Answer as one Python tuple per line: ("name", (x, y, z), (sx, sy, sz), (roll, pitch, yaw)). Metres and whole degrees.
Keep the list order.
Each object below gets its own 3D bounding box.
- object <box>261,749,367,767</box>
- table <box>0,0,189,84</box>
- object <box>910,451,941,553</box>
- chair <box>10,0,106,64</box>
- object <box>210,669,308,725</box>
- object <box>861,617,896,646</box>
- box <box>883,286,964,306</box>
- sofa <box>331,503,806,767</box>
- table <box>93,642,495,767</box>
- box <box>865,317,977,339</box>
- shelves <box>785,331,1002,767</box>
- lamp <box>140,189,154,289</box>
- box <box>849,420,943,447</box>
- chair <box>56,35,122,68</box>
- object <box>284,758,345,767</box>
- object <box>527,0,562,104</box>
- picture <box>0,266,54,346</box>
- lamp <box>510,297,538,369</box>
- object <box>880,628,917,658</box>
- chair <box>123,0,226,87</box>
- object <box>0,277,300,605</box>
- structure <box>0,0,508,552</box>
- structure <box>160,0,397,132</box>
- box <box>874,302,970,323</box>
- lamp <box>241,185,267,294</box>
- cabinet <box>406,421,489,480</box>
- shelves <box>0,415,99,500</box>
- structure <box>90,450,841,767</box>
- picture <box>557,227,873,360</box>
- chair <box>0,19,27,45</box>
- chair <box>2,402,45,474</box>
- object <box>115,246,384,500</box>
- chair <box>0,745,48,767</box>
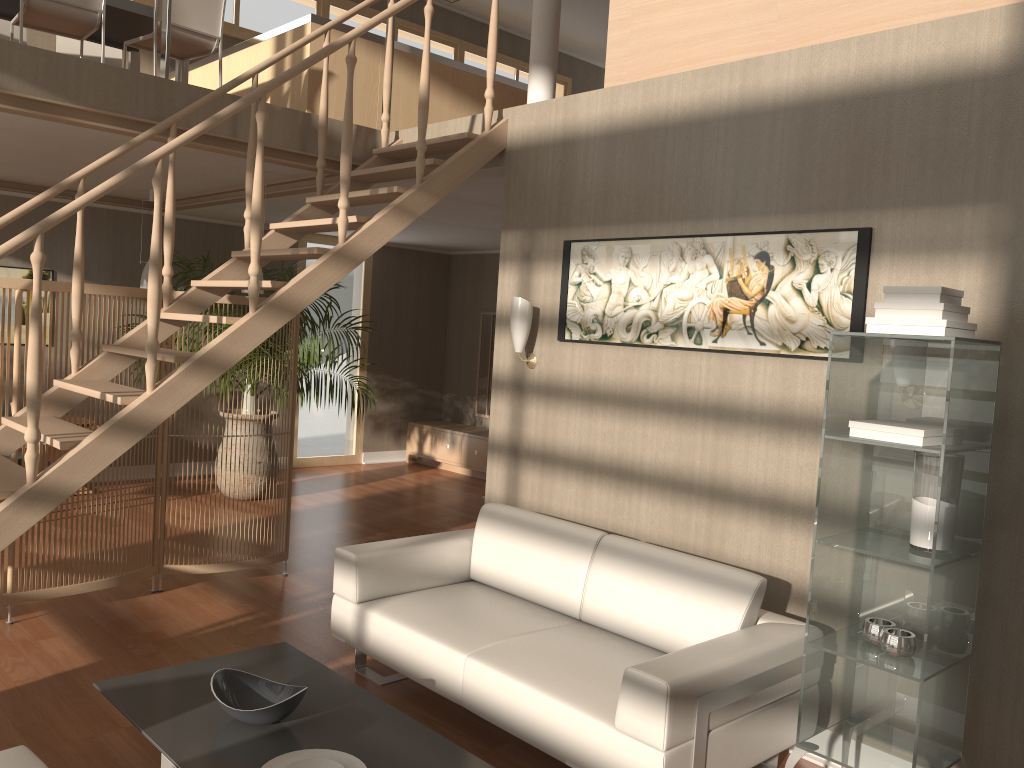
("object", (-0.535, 1.059, 2.382), (0.294, 0.020, 0.294), (5, 4, 19))
("table", (-3.078, -2.058, 5.510), (1.800, 0.740, 0.900), (0, 5, -43))
("object", (1.257, 0.351, 2.643), (0.129, 0.291, 0.129), (5, 4, 19))
("chair", (-2.624, -2.035, 5.100), (0.430, 0.796, 0.496), (1, 4, -38))
("object", (-0.779, 0.971, 2.725), (0.317, 0.125, 0.223), (5, 4, 18))
("object", (1.142, 0.771, 2.756), (0.103, 0.066, 0.103), (2, 4, -24))
("box", (1.220, -0.260, 2.632), (0.168, 0.047, 0.168), (0, 5, -43))
("sofa", (0.155, 0.977, 3.463), (0.905, 0.740, 1.781), (0, 5, -43))
("table", (-0.705, 1.186, 2.712), (0.700, 0.293, 1.260), (0, 5, -43))
("box", (1.215, -0.165, 2.636), (0.232, 0.047, 0.232), (0, 5, -43))
("shelves", (1.161, 0.654, 2.706), (0.403, 1.600, 0.400), (0, 5, -43))
("lamp", (-2.869, -1.142, 7.050), (0.139, 0.800, 0.139), (5, 4, 21))
("box", (1.180, 0.145, 2.663), (0.232, 0.047, 0.232), (1, 4, -38))
("chair", (-2.936, -2.122, 6.215), (0.430, 0.796, 0.496), (1, 4, -33))
("object", (-0.535, 1.057, 2.381), (0.178, 0.020, 0.178), (3, 3, -4))
("object", (0.253, -2.733, 6.347), (0.200, 2.400, 0.200), (0, 5, -43))
("picture", (-4.311, -0.634, 6.947), (1.317, 0.633, 0.010), (0, 5, -43))
("lamp", (0.057, -0.254, 4.434), (0.153, 0.353, 0.112), (0, 5, -43))
("object", (1.159, 0.778, 2.660), (0.103, 0.066, 0.103), (2, 4, -24))
("chair", (-2.073, -2.019, 5.409), (0.496, 0.796, 0.430), (7, 5, 42))
("object", (-2.106, 0.272, 4.493), (2.229, 1.542, 0.233), (1, 4, -38))
("structure", (-1.563, -0.585, 3.972), (3.150, 3.578, 1.000), (0, 5, -43))
("structure", (-3.105, -2.140, 5.517), (3.300, 0.900, 3.475), (0, 5, -43))
("box", (1.218, -0.212, 2.636), (0.200, 0.047, 0.200), (0, 5, -43))
("lamp", (-1.672, -0.991, 5.773), (0.139, 0.800, 0.139), (3, 3, -8))
("cabinet", (-0.347, 0.732, 9.379), (0.500, 0.458, 1.911), (0, 5, -43))
("shelves", (-4.058, 0.583, 6.734), (1.600, 0.590, 0.658), (0, 5, -43))
("structure", (0.113, -0.044, 5.437), (10.775, 2.533, 8.342), (0, 5, -43))
("picture", (0.763, -0.389, 3.774), (0.018, 0.487, 1.531), (0, 5, -43))
("chair", (-3.346, -2.123, 5.820), (0.496, 0.796, 0.430), (7, 5, 42))
("chair", (-3.633, 0.519, 6.182), (0.582, 0.856, 0.509), (3, 3, -3))
("object", (-2.215, 0.024, 7.467), (2.109, 2.304, 2.157), (6, 4, 35))
("chair", (-1.058, 1.030, 1.335), (0.900, 0.740, 0.905), (7, 5, 42))
